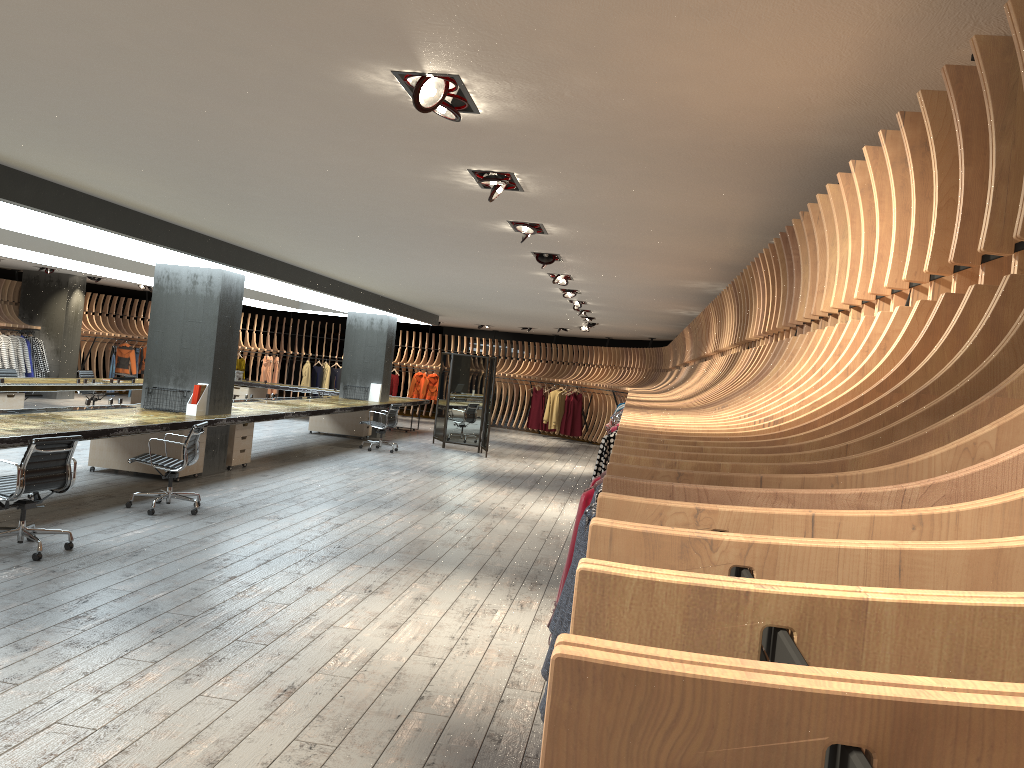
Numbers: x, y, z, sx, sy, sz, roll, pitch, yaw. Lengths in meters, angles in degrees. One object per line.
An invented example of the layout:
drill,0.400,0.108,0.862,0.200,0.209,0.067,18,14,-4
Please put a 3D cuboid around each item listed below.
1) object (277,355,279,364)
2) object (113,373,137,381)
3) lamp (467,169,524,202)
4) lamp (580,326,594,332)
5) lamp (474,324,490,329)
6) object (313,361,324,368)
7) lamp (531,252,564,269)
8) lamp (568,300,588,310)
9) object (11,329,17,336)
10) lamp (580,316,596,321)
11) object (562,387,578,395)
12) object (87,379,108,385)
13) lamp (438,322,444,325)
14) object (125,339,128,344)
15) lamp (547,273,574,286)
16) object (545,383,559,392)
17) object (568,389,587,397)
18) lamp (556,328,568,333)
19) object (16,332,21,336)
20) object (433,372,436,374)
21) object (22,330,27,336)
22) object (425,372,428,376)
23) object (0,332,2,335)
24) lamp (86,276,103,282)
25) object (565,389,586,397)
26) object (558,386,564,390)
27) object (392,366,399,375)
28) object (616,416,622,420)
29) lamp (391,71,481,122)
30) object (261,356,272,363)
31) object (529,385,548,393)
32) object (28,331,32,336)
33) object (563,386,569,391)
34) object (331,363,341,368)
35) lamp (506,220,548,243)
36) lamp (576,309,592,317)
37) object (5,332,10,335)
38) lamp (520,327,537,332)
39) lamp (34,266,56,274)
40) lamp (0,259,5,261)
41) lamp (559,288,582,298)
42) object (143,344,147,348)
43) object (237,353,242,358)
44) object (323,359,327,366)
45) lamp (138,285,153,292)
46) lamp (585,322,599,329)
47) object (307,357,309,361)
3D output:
object,-6.660,-0.721,25.137,0.012,0.270,0.525,6,1,-27
object,-7.186,-0.127,16.446,0.261,0.111,0.373,6,1,8
lamp,-0.086,-1.235,5.227,0.269,0.295,0.492,6,1,8
lamp,1.620,-1.286,19.464,0.269,0.287,0.493,6,1,-12
lamp,-0.730,-1.590,23.469,0.493,0.292,0.269,6,1,40
object,-5.559,-0.611,25.517,0.525,0.270,0.012,7,0,43
lamp,0.340,-1.242,8.388,0.269,0.291,0.492,6,1,8
lamp,0.979,-1.246,13.130,0.269,0.301,0.492,6,1,8
object,-10.600,-1.012,18.884,0.518,0.313,0.012,6,0,8
lamp,1.405,-1.255,16.290,0.269,0.294,0.492,6,1,8
object,1.539,0.170,22.667,0.525,0.270,0.012,6,0,-17
object,-6.799,-0.032,14.521,0.302,0.071,0.209,6,1,2
lamp,-2.125,-1.743,24.216,0.493,0.298,0.269,6,0,16
object,-9.725,-0.995,22.345,0.525,0.270,0.012,6,0,23
lamp,0.554,-1.248,9.969,0.269,0.284,0.492,6,1,8
object,1.102,0.115,23.294,0.525,0.270,0.012,6,0,-27
object,1.673,0.188,22.443,0.525,0.270,0.012,6,0,-17
lamp,1.203,-1.350,20.995,0.269,0.292,0.493,6,1,-25
object,-10.629,-1.038,19.089,0.525,0.270,0.012,6,0,8
object,-2.235,-0.266,25.472,0.012,0.270,0.524,6,1,38
object,-10.557,-1.003,19.239,0.516,0.316,0.012,6,0,8
object,-2.475,-0.292,25.548,0.012,0.270,0.525,6,1,13
object,-10.659,-1.011,18.446,0.518,0.313,0.012,6,0,8
lamp,-9.332,-2.424,19.861,0.269,0.292,0.492,6,1,14
object,1.628,0.182,22.533,0.525,0.270,0.012,6,0,8
object,1.282,0.134,23.049,0.525,0.270,0.012,6,0,8
object,-3.407,-0.392,25.683,0.012,0.270,0.525,6,0,-42
object,1.567,0.354,11.049,0.525,0.270,0.012,6,0,8
lamp,-0.298,-1.233,3.647,0.269,0.294,0.492,6,1,8
object,-6.920,-0.746,25.029,0.525,0.270,0.012,7,0,43
object,0.708,0.068,23.714,0.525,0.270,0.012,6,0,8
object,-10.535,-1.005,19.426,0.518,0.313,0.012,6,0,8
object,1.401,0.149,22.862,0.524,0.270,0.012,5,0,-42
object,-5.067,-0.561,25.613,0.525,0.270,0.012,6,0,33
lamp,0.127,-1.238,6.808,0.269,0.294,0.492,6,1,8
lamp,1.192,-1.256,14.710,0.269,0.286,0.492,6,1,8
object,-10.624,-1.012,18.706,0.518,0.313,0.012,6,0,8
lamp,0.400,-1.454,22.361,0.269,0.294,0.493,6,1,-37
lamp,-9.603,-2.427,18.291,0.269,0.292,0.492,6,1,8
lamp,-9.816,-2.427,16.711,0.269,0.286,0.492,6,1,8
lamp,0.766,-1.246,11.549,0.269,0.296,0.492,6,1,8
object,-9.405,-0.967,22.843,0.525,0.270,0.012,6,0,28
object,-7.593,-0.806,24.642,0.525,0.270,0.012,6,0,38
object,-5.368,-0.591,25.570,0.012,0.270,0.525,6,1,-37
lamp,-8.810,-2.391,21.357,0.269,0.296,0.492,6,1,27
lamp,1.615,-1.259,17.871,0.269,0.291,0.492,6,1,3
object,-5.857,-0.640,25.440,0.012,0.270,0.525,6,1,-27
